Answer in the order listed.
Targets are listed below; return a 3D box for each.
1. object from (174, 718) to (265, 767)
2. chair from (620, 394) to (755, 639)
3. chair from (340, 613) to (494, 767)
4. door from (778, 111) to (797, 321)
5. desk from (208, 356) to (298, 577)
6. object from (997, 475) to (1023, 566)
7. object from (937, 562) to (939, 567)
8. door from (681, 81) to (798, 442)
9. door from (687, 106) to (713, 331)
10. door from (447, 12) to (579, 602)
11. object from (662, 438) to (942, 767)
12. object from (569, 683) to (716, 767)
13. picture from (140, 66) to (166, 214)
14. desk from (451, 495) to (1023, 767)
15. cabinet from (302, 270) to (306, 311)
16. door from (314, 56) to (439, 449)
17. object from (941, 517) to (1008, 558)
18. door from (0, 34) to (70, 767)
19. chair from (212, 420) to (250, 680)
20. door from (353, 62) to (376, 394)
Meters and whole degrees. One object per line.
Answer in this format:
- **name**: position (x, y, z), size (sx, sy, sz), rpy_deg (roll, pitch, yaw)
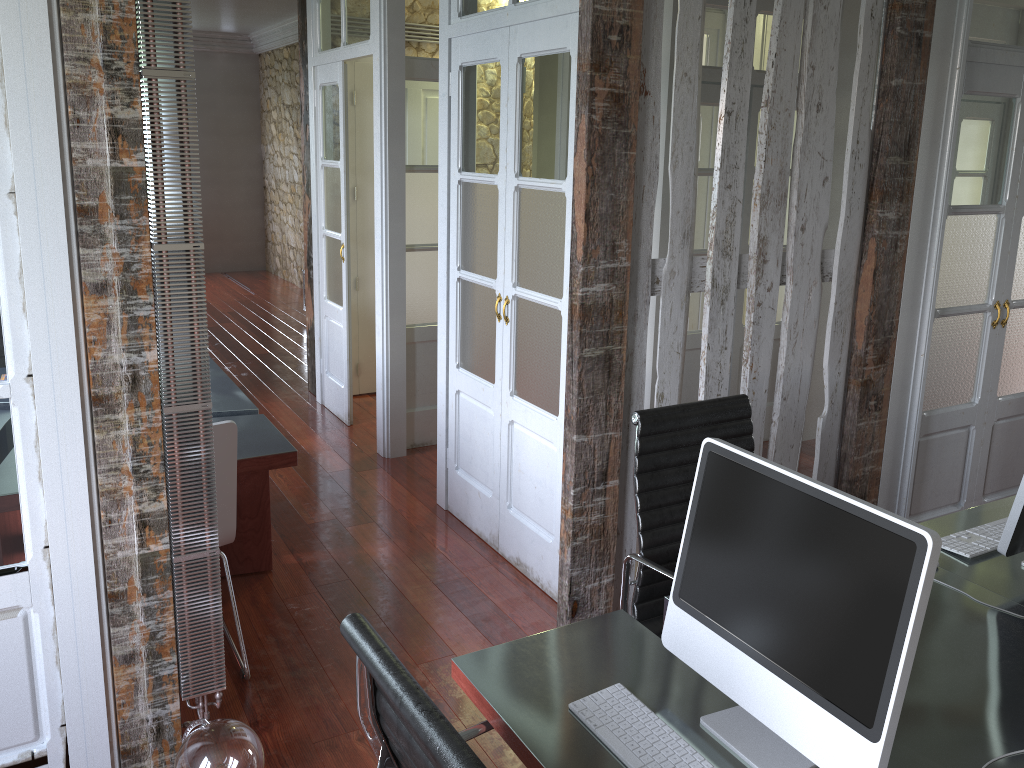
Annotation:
- **object**: position (-0.749, 1.036, 2.267), size (0.236, 0.378, 0.222), rpy_deg (11, 17, 37)
- **chair**: position (0.632, 0.617, 2.420), size (0.667, 1.011, 0.705), rpy_deg (-8, 16, -34)
- **chair**: position (0.074, 0.861, 1.476), size (0.700, 1.011, 0.672), rpy_deg (-5, 15, -25)
- **door**: position (2.391, -1.029, 6.620), size (1.079, 2.062, 0.041), rpy_deg (-6, 14, -29)
- **desk**: position (-1.820, 0.425, 3.595), size (1.449, 0.646, 1.730), rpy_deg (-7, 17, -29)
- **object**: position (1.412, 0.234, 2.145), size (0.485, 0.479, 0.191), rpy_deg (-6, 15, -29)
- **object**: position (1.031, 0.433, 2.242), size (0.059, 0.028, 0.107), rpy_deg (-7, 17, -30)
- **door**: position (1.263, -0.624, 5.035), size (1.079, 2.062, 0.041), rpy_deg (-6, 14, -29)
- **door**: position (0.832, -0.830, 5.754), size (1.079, 2.062, 0.041), rpy_deg (-6, 14, -29)
- **door**: position (-0.019, -0.321, 3.624), size (0.041, 2.154, 1.068), rpy_deg (-6, 15, -29)
- **object**: position (0.472, 0.388, 1.503), size (0.190, 0.479, 0.488), rpy_deg (-6, 15, -29)
- **object**: position (0.261, 0.632, 1.467), size (0.119, 0.017, 0.443), rpy_deg (-7, 17, -28)
- **picture**: position (-4.967, -2.901, 10.504), size (1.584, 1.965, 0.128), rpy_deg (-6, 14, -29)
- **desk**: position (1.280, 0.918, 1.903), size (2.513, 0.719, 1.313), rpy_deg (-7, 17, -29)
- **cabinet**: position (-1.470, -0.712, 8.097), size (0.489, 0.504, 1.437), rpy_deg (-6, 17, -29)
- **door**: position (-0.890, -0.772, 5.215), size (1.193, 2.157, 0.485), rpy_deg (10, 15, 34)
- **object**: position (1.320, 0.404, 2.396), size (0.440, 0.017, 0.120), rpy_deg (-7, 17, -29)
- **door**: position (-1.572, 0.134, 1.828), size (1.163, 2.156, 0.041), rpy_deg (-6, 14, -29)
- **chair**: position (-1.155, 0.506, 2.874), size (0.476, 0.908, 0.607), rpy_deg (-6, 15, -29)
- **door**: position (-0.679, -1.051, 6.144), size (0.871, 2.192, 0.147), rpy_deg (-6, 14, -29)
